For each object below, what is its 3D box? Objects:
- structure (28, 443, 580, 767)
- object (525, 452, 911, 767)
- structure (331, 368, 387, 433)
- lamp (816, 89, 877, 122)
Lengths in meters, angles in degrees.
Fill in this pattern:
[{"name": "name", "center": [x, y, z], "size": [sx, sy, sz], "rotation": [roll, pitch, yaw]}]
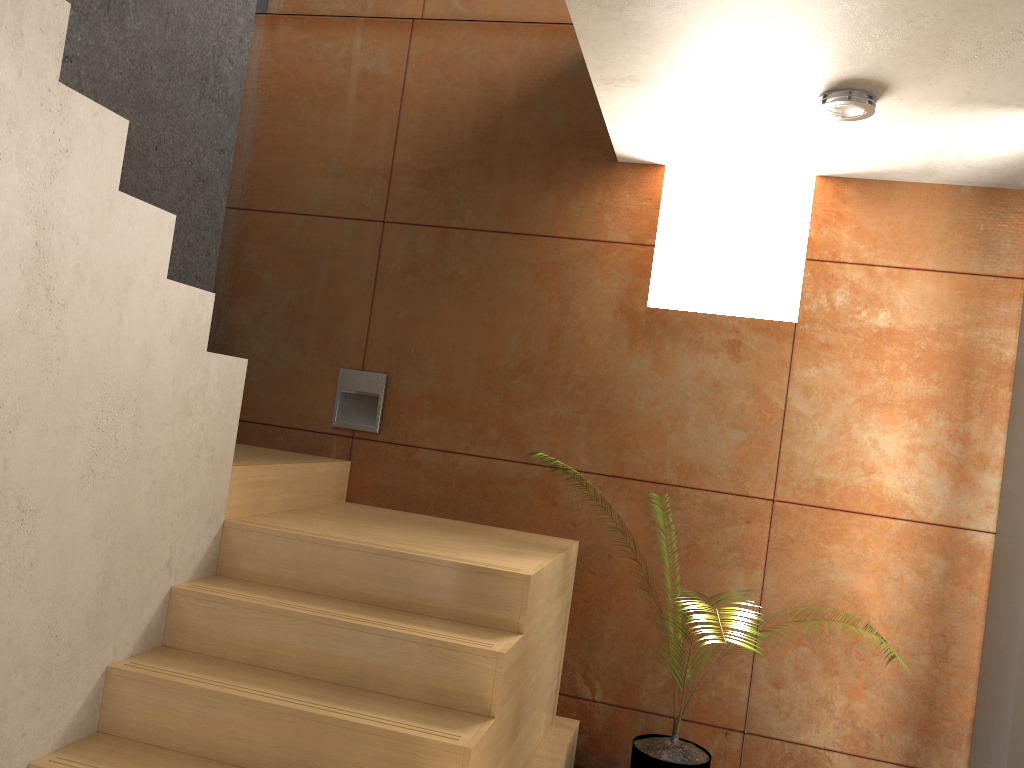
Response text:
[{"name": "structure", "center": [-0.881, 0.832, 2.691], "size": [1.950, 1.110, 2.400], "rotation": [7, -2, 13]}, {"name": "object", "center": [-0.359, 0.829, 0.827], "size": [4.200, 1.455, 6.200], "rotation": [7, -2, 13]}, {"name": "structure", "center": [-0.667, 0.075, 3.958], "size": [0.220, 0.260, 0.096], "rotation": [7, -2, 13]}, {"name": "lamp", "center": [1.050, -0.875, 2.785], "size": [0.173, 0.044, 0.173], "rotation": [7, -2, 18]}]
